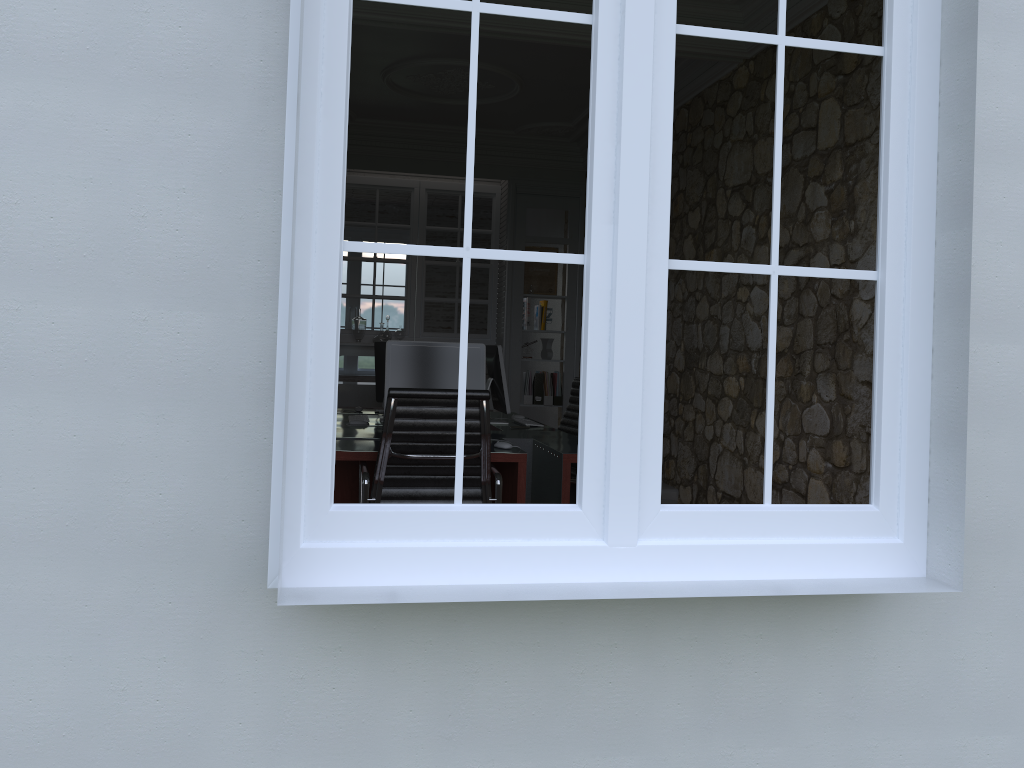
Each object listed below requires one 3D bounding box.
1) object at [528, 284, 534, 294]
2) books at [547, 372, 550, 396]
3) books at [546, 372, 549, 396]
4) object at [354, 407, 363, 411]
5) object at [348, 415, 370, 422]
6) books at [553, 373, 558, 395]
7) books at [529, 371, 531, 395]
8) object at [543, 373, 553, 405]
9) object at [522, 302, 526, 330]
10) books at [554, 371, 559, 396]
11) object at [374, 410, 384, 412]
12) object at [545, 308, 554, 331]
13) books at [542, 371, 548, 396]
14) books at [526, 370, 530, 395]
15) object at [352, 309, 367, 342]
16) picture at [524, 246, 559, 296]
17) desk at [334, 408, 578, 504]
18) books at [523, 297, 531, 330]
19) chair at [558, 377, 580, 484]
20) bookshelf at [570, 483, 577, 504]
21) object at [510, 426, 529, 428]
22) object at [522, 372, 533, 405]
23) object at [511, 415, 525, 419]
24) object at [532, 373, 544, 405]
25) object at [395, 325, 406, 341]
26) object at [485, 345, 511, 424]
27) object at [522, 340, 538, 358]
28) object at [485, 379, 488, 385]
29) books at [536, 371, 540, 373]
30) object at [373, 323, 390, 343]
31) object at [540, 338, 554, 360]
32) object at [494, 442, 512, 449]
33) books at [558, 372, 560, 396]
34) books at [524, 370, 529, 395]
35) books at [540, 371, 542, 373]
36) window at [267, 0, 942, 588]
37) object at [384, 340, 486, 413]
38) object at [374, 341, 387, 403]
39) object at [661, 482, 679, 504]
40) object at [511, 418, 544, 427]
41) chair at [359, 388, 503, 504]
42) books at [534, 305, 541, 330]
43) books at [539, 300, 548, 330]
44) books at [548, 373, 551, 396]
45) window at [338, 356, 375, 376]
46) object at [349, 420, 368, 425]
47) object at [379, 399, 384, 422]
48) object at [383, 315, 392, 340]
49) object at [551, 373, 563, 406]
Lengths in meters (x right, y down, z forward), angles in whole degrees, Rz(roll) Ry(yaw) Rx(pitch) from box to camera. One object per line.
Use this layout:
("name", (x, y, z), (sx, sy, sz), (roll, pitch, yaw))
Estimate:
("object", (0.169, -0.830, 7.759), (0.056, 0.090, 0.056), (2, 0, -8))
("books", (0.316, 0.036, 7.865), (0.043, 0.281, 0.194), (2, 0, -5))
("books", (0.306, 0.032, 7.866), (0.045, 0.287, 0.194), (2, 0, -5))
("object", (-1.048, 0.171, 6.054), (0.059, 0.028, 0.106), (2, 2, -12))
("object", (-0.928, 0.211, 5.361), (0.118, 0.017, 0.439), (2, 2, -11))
("books", (0.373, 0.040, 7.894), (0.024, 0.277, 0.194), (2, 0, -7))
("books", (0.161, 0.028, 7.859), (0.022, 0.288, 0.194), (2, 0, -3))
("object", (0.312, 0.043, 7.848), (0.078, 0.278, 0.239), (2, 0, -5))
("object", (0.068, -0.607, 7.870), (0.078, 0.249, 0.115), (2, 0, -11))
("books", (0.391, 0.032, 7.905), (0.030, 0.290, 0.180), (2, 0, -7))
("object", (-0.725, 0.187, 6.110), (0.438, 0.017, 0.119), (2, 2, -11))
("object", (0.331, -0.600, 7.921), (0.078, 0.249, 0.115), (2, 0, -11))
("books", (0.295, 0.027, 7.871), (0.045, 0.282, 0.180), (2, 0, -5))
("books", (0.133, 0.022, 7.864), (0.038, 0.296, 0.180), (2, 0, -3))
("object", (-1.313, -0.489, 7.594), (0.129, 0.316, 0.129), (2, -1, 14))
("picture", (0.248, -1.004, 7.863), (0.326, 0.435, 0.009), (2, -1, -11))
("desk", (-0.397, 0.610, 5.141), (1.300, 0.728, 2.509), (2, 2, -11))
("books", (0.124, -0.624, 7.899), (0.042, 0.287, 0.216), (2, 0, -11))
("chair", (0.230, 0.471, 5.619), (0.698, 1.024, 0.665), (2, 0, -15))
("bookshelf", (0.583, 0.732, 6.493), (0.436, 0.460, 1.195), (2, 2, -11))
("object", (0.048, 0.253, 5.204), (0.149, 0.011, 0.011), (0, 1, -35))
("object", (0.138, 0.037, 7.839), (0.078, 0.278, 0.239), (2, 0, -3))
("object", (0.040, 0.217, 5.857), (0.106, 0.028, 0.059), (4, 2, 40))
("object", (0.223, 0.039, 7.868), (0.078, 0.278, 0.245), (2, 0, -6))
("object", (-0.979, -0.418, 7.744), (0.094, 0.188, 0.094), (2, 0, -36))
("object", (-0.120, -0.002, 5.520), (0.189, 0.485, 0.484), (2, 1, -11))
("object", (0.130, -0.311, 7.797), (0.177, 0.161, 0.092), (2, 0, 17))
("object", (-0.318, -0.109, 7.709), (0.167, 0.272, 0.188), (2, 0, 24))
("books", (0.212, 0.029, 7.852), (0.039, 0.288, 0.194), (2, 0, -6))
("object", (-1.113, -0.421, 7.550), (0.148, 0.200, 0.148), (2, 0, -29))
("object", (0.311, -0.310, 7.860), (0.063, 0.188, 0.126), (3, 0, -39))
("object", (-0.042, 0.283, 4.113), (0.059, 0.028, 0.106), (1, 2, -42))
("books", (0.404, 0.034, 7.900), (0.013, 0.288, 0.194), (2, 0, -7))
("books", (0.119, 0.024, 7.856), (0.037, 0.288, 0.194), (2, 0, -3))
("books", (0.248, 0.030, 7.856), (0.009, 0.288, 0.194), (2, 0, -6))
("window", (0.266, -0.552, 2.055), (1.527, 1.986, 0.127), (2, -1, -11))
("object", (-0.374, 0.038, 4.285), (0.483, 0.485, 0.189), (2, -1, -11))
("object", (-0.693, -0.037, 5.894), (0.484, 0.485, 0.189), (2, 0, 14))
("object", (0.805, 0.810, 5.591), (0.362, 0.387, 0.400), (2, 1, -11))
("object", (0.095, 0.238, 5.534), (0.118, 0.017, 0.439), (2, 2, -11))
("chair", (-0.393, 0.517, 3.869), (0.665, 1.024, 0.699), (2, 0, -7))
("books", (0.229, -0.589, 7.893), (0.026, 0.223, 0.161), (2, 0, -11))
("books", (0.269, -0.610, 7.900), (0.055, 0.268, 0.192), (2, 0, -11))
("books", (0.326, 0.039, 7.867), (0.045, 0.287, 0.194), (2, 0, -5))
("window", (-2.027, -1.018, 11.244), (1.538, 1.940, 0.127), (2, -1, -11))
("object", (-0.873, 0.219, 5.038), (0.106, 0.028, 0.059), (2, 2, -12))
("object", (-0.697, -0.017, 5.382), (0.189, 0.485, 0.484), (2, 1, -11))
("object", (-1.081, -0.461, 7.678), (0.088, 0.271, 0.088), (2, -1, -16))
("object", (0.396, 0.044, 7.880), (0.078, 0.278, 0.239), (2, 0, -7))
